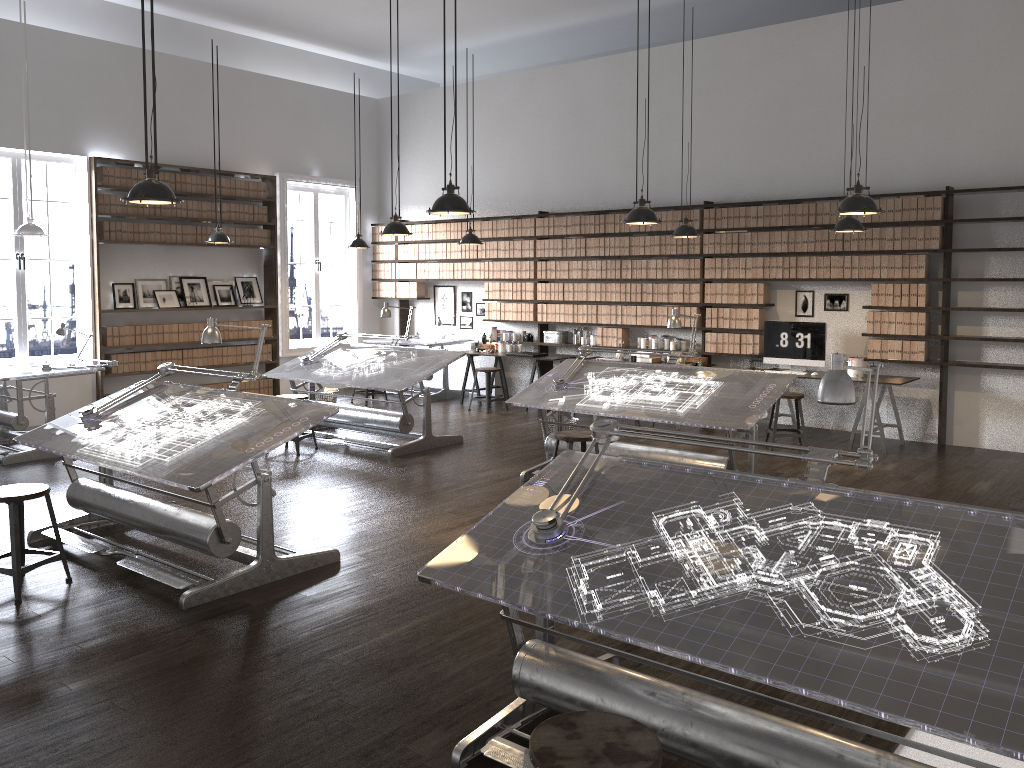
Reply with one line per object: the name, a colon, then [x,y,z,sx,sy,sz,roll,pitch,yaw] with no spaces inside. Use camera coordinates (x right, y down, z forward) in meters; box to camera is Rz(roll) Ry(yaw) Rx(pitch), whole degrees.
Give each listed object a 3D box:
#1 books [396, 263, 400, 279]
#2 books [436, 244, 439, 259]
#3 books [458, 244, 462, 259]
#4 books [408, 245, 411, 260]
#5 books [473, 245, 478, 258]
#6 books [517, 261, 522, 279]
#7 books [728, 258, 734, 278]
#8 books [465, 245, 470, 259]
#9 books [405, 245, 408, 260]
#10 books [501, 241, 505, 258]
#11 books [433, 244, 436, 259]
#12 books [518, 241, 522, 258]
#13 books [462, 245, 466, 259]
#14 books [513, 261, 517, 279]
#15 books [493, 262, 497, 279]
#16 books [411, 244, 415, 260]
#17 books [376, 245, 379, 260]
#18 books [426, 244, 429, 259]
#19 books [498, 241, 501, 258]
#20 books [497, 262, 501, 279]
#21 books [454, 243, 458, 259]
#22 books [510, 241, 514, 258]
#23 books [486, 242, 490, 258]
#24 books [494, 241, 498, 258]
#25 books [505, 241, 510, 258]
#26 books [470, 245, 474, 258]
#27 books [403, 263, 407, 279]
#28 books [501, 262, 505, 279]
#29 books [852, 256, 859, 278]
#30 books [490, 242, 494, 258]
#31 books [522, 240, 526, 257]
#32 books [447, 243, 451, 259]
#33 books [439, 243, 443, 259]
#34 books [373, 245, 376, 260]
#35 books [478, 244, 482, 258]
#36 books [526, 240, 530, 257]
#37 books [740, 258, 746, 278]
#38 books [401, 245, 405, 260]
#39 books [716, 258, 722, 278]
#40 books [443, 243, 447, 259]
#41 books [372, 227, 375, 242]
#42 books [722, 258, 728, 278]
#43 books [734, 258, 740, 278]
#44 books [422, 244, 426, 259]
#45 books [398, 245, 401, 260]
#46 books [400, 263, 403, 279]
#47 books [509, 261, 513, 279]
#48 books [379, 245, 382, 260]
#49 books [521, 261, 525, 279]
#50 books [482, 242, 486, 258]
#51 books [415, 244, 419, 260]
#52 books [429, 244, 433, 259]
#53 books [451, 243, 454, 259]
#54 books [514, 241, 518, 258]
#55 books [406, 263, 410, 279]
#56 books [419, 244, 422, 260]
books: [-1.620,-1.661,13.029,0.067,0.225,0.175,3,6,39]
books: [-0.987,-1.868,12.507,0.067,0.225,0.175,3,6,39]
books: [-0.666,-1.837,12.241,0.067,0.225,0.175,3,6,39]
books: [-1.424,-1.910,12.859,0.067,0.225,0.175,3,6,39]
books: [-0.443,-1.816,12.062,0.067,0.225,0.175,3,6,39]
books: [0.145,-1.494,11.611,0.067,0.225,0.175,3,6,39]
books: [2.448,-1.274,9.752,0.067,0.225,0.175,3,6,39]
books: [-0.558,-1.827,12.159,0.067,0.225,0.175,3,6,39]
books: [-1.476,-1.914,12.895,0.067,0.225,0.175,3,6,39]
books: [-0.065,-1.780,11.760,0.067,0.225,0.175,3,6,39]
books: [-1.042,-1.873,12.545,0.067,0.225,0.175,3,6,39]
books: [0.153,-1.759,11.580,0.067,0.225,0.175,3,6,39]
books: [-0.610,-1.831,12.195,0.067,0.225,0.175,3,6,39]
books: [0.089,-1.499,11.649,0.067,0.225,0.175,3,6,39]
books: [-0.172,-1.525,11.869,0.067,0.225,0.175,3,6,39]
books: [-1.372,-1.905,12.820,0.067,0.225,0.175,3,6,39]
books: [-1.958,-1.966,13.285,0.067,0.225,0.175,3,6,39]
books: [-1.146,-1.883,12.637,0.067,0.225,0.175,3,6,39]
books: [-0.113,-1.785,11.800,0.067,0.225,0.175,3,6,39]
books: [-0.119,-1.519,11.824,0.067,0.225,0.175,3,6,39]
books: [-0.720,-1.843,12.289,0.067,0.225,0.175,3,6,39]
books: [0.047,-1.770,11.672,0.067,0.225,0.175,3,6,39]
books: [-0.272,-1.800,11.930,0.067,0.225,0.175,3,6,39]
books: [-0.168,-1.789,11.839,0.067,0.225,0.175,3,6,39]
books: [-0.010,-1.775,11.713,0.067,0.225,0.175,3,6,39]
books: [-0.497,-1.822,12.113,0.067,0.225,0.175,3,6,39]
books: [-1.505,-1.651,12.945,0.067,0.225,0.175,3,6,39]
books: [-0.067,-1.514,11.776,0.067,0.225,0.175,3,6,39]
books: [3.481,-1.175,8.913,0.067,0.225,0.175,3,6,39]
books: [-0.216,-1.795,11.886,0.067,0.225,0.175,3,6,39]
books: [0.207,-1.755,11.542,0.067,0.225,0.175,3,6,39]
books: [-0.827,-1.853,12.378,0.067,0.225,0.175,3,6,39]
books: [-0.940,-1.863,12.466,0.067,0.225,0.175,3,6,39]
books: [-2.010,-1.971,13.333,0.067,0.225,0.175,3,6,39]
books: [-0.382,-1.811,12.020,0.067,0.225,0.175,3,6,39]
books: [0.255,-1.750,11.501,0.067,0.225,0.175,3,6,39]
books: [2.554,-1.263,9.660,0.067,0.225,0.175,3,6,39]
books: [-1.533,-1.919,12.941,0.067,0.225,0.175,3,6,39]
books: [2.333,-1.284,9.836,0.067,0.225,0.175,3,6,39]
books: [-0.884,-1.858,12.419,0.067,0.225,0.175,3,6,39]
books: [-2.020,-2.247,13.316,0.067,0.225,0.175,3,6,39]
books: [2.392,-1.279,9.793,0.067,0.225,0.175,3,6,39]
books: [2.501,-1.269,9.707,0.067,0.225,0.175,3,6,39]
books: [-1.204,-1.888,12.678,0.067,0.225,0.175,3,6,39]
books: [-1.587,-1.925,12.989,0.067,0.225,0.175,3,6,39]
books: [-1.562,-1.656,12.986,0.067,0.225,0.175,3,6,39]
books: [0.040,-1.504,11.694,0.067,0.225,0.175,3,6,39]
books: [-1.900,-1.960,13.241,0.067,0.225,0.175,3,6,39]
books: [0.201,-1.489,11.566,0.067,0.225,0.175,3,6,39]
books: [-0.329,-1.805,11.971,0.067,0.225,0.175,3,6,39]
books: [-1.318,-1.899,12.769,0.067,0.225,0.175,3,6,39]
books: [-1.091,-1.878,12.592,0.067,0.225,0.175,3,6,39]
books: [-0.772,-1.848,12.336,0.067,0.225,0.175,3,6,39]
books: [0.103,-1.765,11.629,0.067,0.225,0.175,3,6,39]
books: [-1.452,-1.646,12.900,0.067,0.225,0.175,3,6,39]
books: [-1.256,-1.894,12.726,0.067,0.225,0.175,3,6,39]
